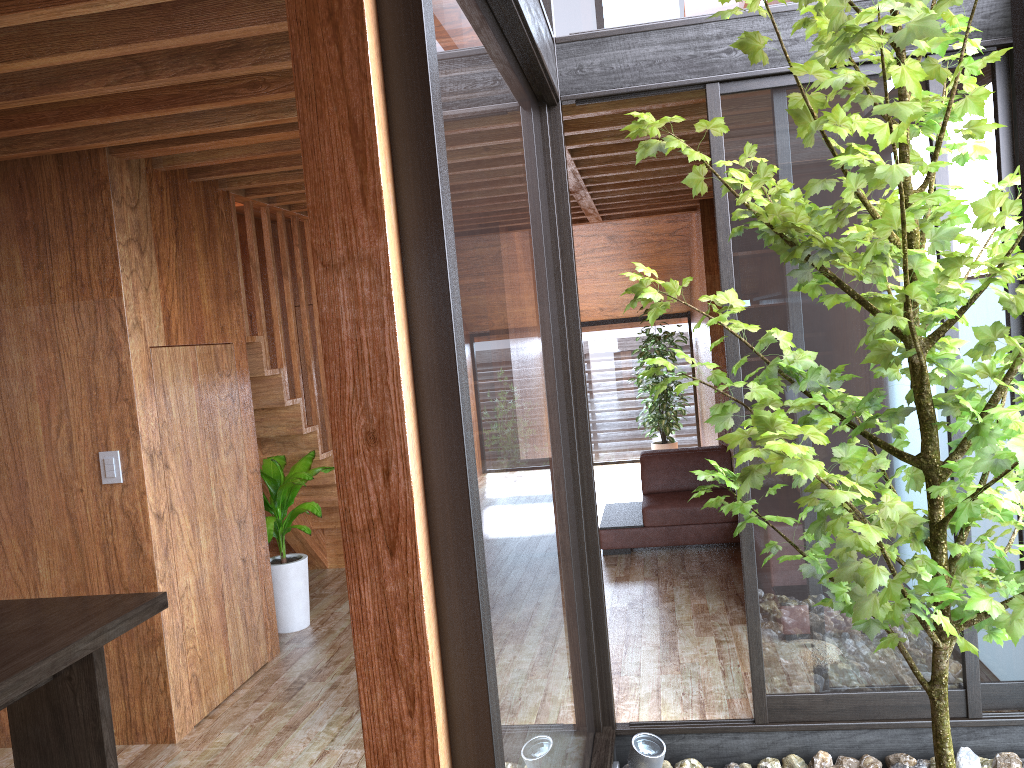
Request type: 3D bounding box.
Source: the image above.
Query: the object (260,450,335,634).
[{"bbox_3d":[-1.283,0.819,4.851,0.674,1.031,0.632,-5,3,-1],"label":"object"}]

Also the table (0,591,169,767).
[{"bbox_3d":[-1.616,1.146,2.264,0.698,0.716,1.675,-5,3,9],"label":"table"}]

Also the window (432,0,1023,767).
[{"bbox_3d":[-0.402,-0.794,2.635,4.095,5.134,13.992,-5,3,9],"label":"window"}]

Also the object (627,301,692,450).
[{"bbox_3d":[1.509,0.008,8.966,0.635,1.690,0.681,-4,4,16],"label":"object"}]

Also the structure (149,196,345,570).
[{"bbox_3d":[-1.486,0.156,5.656,0.827,2.299,2.452,-5,3,9],"label":"structure"}]

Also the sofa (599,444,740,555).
[{"bbox_3d":[1.301,0.700,5.161,1.695,0.760,2.509,-5,3,9],"label":"sofa"}]
